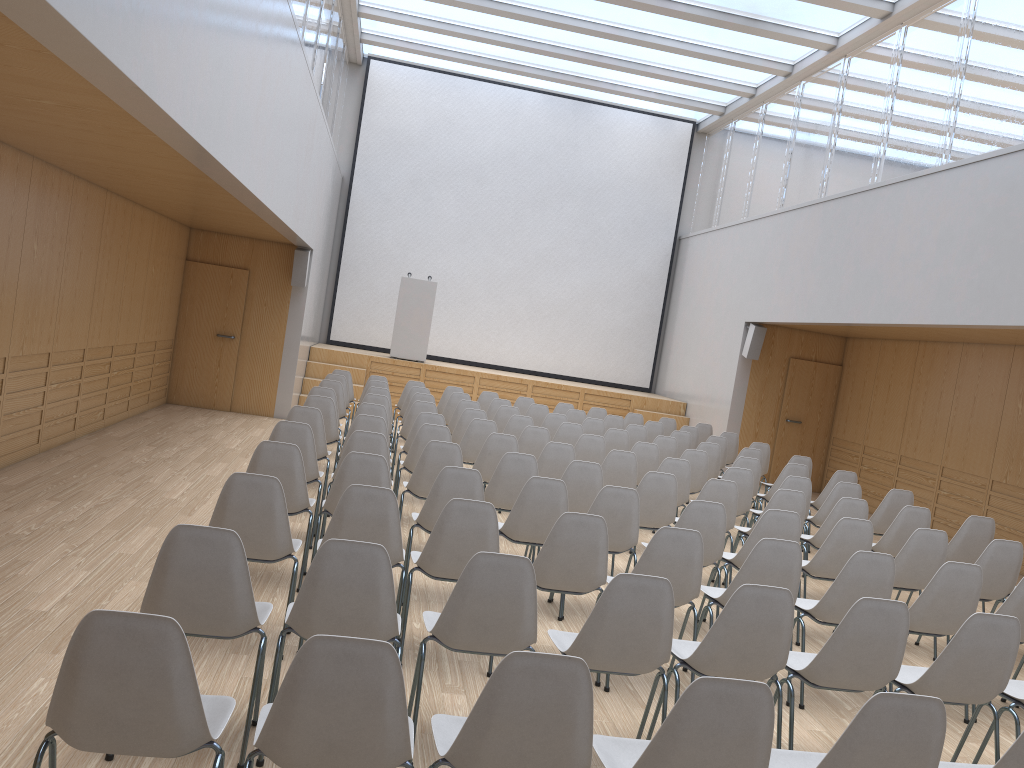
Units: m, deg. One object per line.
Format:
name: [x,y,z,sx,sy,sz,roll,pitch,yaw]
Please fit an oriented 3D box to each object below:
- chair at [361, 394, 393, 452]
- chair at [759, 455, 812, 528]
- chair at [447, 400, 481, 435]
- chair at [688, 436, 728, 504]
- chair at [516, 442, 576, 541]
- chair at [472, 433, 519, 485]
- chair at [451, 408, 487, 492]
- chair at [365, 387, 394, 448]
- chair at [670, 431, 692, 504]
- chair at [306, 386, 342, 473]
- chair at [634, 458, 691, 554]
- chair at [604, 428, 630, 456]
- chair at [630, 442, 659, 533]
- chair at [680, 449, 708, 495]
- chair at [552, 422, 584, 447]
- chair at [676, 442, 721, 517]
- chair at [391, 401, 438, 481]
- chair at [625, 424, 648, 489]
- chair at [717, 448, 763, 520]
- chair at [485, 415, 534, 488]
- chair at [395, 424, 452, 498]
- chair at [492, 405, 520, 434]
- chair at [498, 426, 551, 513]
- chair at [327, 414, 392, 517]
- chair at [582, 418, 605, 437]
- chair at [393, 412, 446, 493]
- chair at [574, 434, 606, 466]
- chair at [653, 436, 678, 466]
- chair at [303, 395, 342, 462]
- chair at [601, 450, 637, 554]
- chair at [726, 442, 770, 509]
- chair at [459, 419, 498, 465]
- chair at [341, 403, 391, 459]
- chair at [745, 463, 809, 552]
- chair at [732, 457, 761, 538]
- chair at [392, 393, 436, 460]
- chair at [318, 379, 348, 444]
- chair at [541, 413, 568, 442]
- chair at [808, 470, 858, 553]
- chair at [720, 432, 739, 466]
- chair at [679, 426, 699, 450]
chair: [-1.493,0.522,9.427,0.479,0.876,0.505,8,3,-9]
chair: [3.111,1.212,10.081,0.479,0.876,0.505,8,3,-9]
chair: [-0.588,0.605,10.538,0.479,0.876,0.505,8,3,-9]
chair: [2.409,1.049,11.050,0.479,0.876,0.505,8,3,-9]
chair: [0.304,0.902,7.629,0.479,0.876,0.505,8,3,-9]
chair: [-0.172,0.827,7.624,0.479,0.876,0.505,8,3,-9]
chair: [-0.483,0.676,9.525,0.479,0.876,0.505,8,3,-9]
chair: [-1.610,0.454,10.359,0.479,0.876,0.505,8,3,-9]
chair: [1.950,0.982,10.951,0.479,0.876,0.505,8,3,-9]
chair: [-2.018,0.447,9.287,0.479,0.876,0.505,8,3,-9]
chair: [1.309,1.049,7.825,0.479,0.876,0.505,8,3,-9]
chair: [1.047,0.900,9.831,0.479,0.876,0.505,8,3,-9]
chair: [1.203,0.979,8.818,0.479,0.876,0.505,8,3,-9]
chair: [1.690,1.053,8.873,0.479,0.876,0.505,8,3,-9]
chair: [0.539,0.828,9.683,0.479,0.876,0.505,8,3,-9]
chair: [2.064,1.055,9.940,0.479,0.876,0.505,8,3,-9]
chair: [-1.002,0.596,9.485,0.479,0.876,0.505,8,3,-9]
chair: [1.394,0.902,10.824,0.479,0.876,0.505,8,3,-9]
chair: [2.556,1.125,10.064,0.479,0.876,0.505,8,3,-9]
chair: [0.009,0.748,9.622,0.479,0.876,0.505,8,3,-9]
chair: [-0.723,0.746,7.511,0.479,0.876,0.505,8,3,-9]
chair: [-0.127,0.673,10.629,0.479,0.876,0.505,8,3,-9]
chair: [0.140,0.819,8.681,0.479,0.876,0.505,8,3,-9]
chair: [-1.242,0.668,7.449,0.479,0.876,0.505,8,3,-9]
chair: [0.886,0.823,10.805,0.479,0.876,0.505,8,3,-9]
chair: [-0.837,0.680,8.419,0.479,0.876,0.505,8,3,-9]
chair: [0.676,0.900,8.755,0.479,0.876,0.505,8,3,-9]
chair: [1.578,0.981,9.885,0.479,0.876,0.505,8,3,-9]
chair: [-1.847,0.523,8.374,0.479,0.876,0.505,8,3,-9]
chair: [0.840,0.978,7.771,0.479,0.876,0.505,8,3,-9]
chair: [2.943,1.130,11.105,0.479,0.876,0.505,8,3,-9]
chair: [-0.361,0.746,8.576,0.479,0.876,0.505,8,3,-9]
chair: [-1.376,0.595,8.418,0.479,0.876,0.505,8,3,-9]
chair: [2.735,1.207,9.074,0.479,0.876,0.505,8,3,-9]
chair: [2.216,1.132,8.934,0.479,0.876,0.505,8,3,-9]
chair: [-1.112,0.524,10.505,0.479,0.876,0.505,8,3,-9]
chair: [-2.146,0.371,10.335,0.479,0.876,0.505,8,3,-9]
chair: [0.433,0.761,10.634,0.479,0.876,0.505,8,3,-9]
chair: [3.246,1.284,9.134,0.479,0.876,0.505,8,3,-9]
chair: [2.800,1.057,12.051,0.479,0.876,0.505,8,3,-9]
chair: [2.265,0.974,12.027,0.479,0.876,0.505,8,3,-9]
